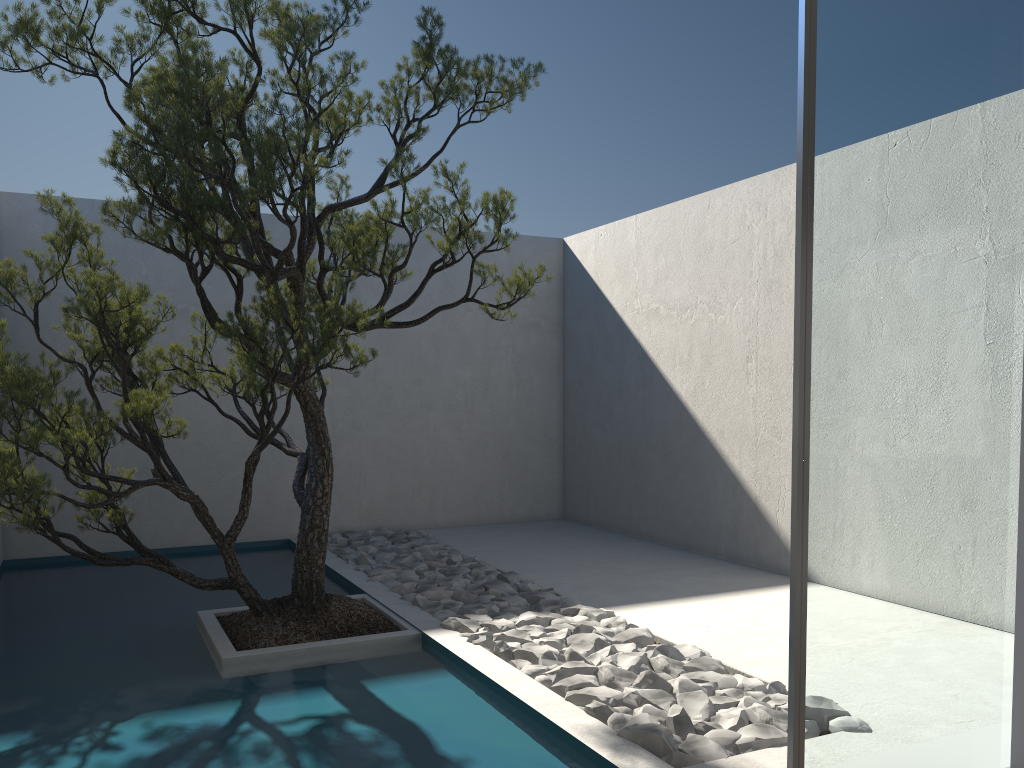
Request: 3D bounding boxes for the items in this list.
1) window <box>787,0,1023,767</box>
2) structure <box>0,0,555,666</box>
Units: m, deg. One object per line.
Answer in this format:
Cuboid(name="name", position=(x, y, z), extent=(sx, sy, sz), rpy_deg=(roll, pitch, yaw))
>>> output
Cuboid(name="window", position=(1.597, -0.234, 2.732), extent=(1.884, 3.013, 0.021), rpy_deg=(-1, 4, -26))
Cuboid(name="structure", position=(-1.319, -0.187, 4.431), extent=(2.584, 3.481, 2.515), rpy_deg=(-2, 2, -33))
